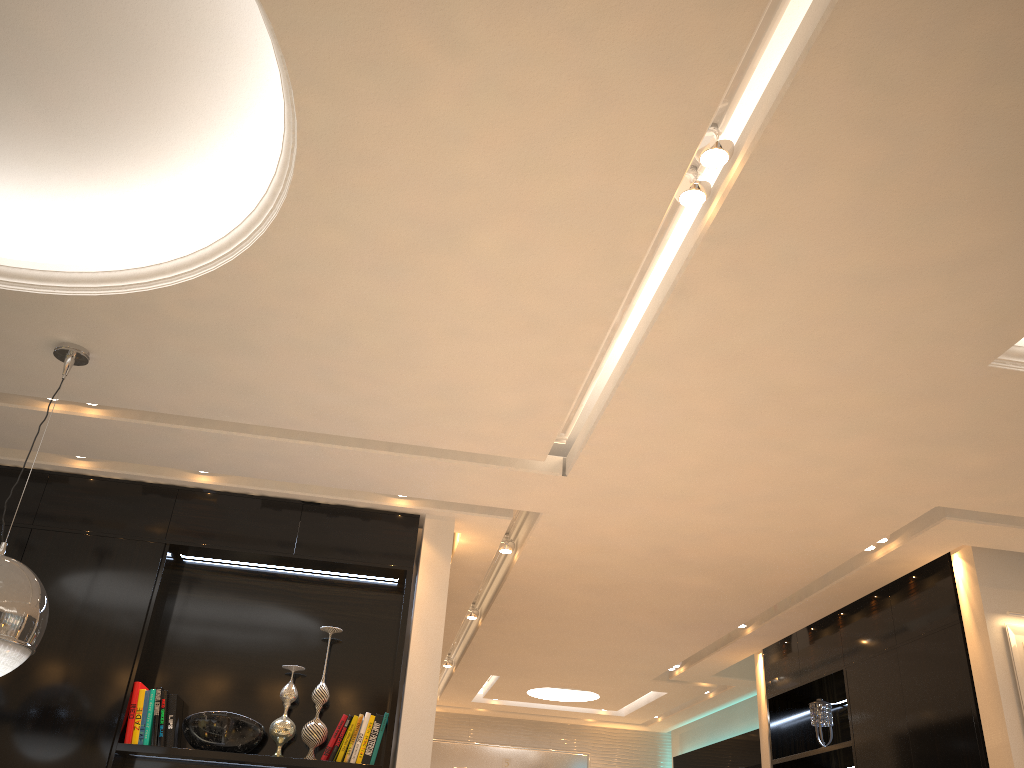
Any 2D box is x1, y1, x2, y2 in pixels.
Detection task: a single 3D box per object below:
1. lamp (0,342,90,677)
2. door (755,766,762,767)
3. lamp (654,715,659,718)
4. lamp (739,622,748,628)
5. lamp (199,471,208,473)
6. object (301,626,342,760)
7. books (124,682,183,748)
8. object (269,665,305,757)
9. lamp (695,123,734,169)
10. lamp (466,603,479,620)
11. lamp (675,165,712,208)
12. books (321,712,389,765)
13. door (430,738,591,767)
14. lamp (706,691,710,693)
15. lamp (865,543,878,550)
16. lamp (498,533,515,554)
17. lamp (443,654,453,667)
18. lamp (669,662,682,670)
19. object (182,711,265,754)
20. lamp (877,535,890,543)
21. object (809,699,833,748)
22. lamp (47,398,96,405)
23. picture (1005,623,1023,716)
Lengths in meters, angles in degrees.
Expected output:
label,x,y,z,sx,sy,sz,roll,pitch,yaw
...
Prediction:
label,x,y,z,sx,sy,sz,roll,pitch,yaw
lamp,-2.409,0.310,3.002,1.827,1.226,0.408,8,-29,-6
door,2.228,4.408,7.682,0.089,2.034,0.919,8,-29,-6
lamp,1.605,3.689,9.985,0.107,0.127,0.107,18,-32,-23
lamp,1.651,1.694,6.407,0.107,0.127,0.107,18,-32,-23
lamp,-1.548,0.383,4.483,0.107,0.127,0.107,18,-32,-23
object,-0.922,1.492,4.280,0.121,0.612,0.121,10,-30,-11
books,-1.653,1.553,4.129,0.236,0.270,0.210,8,-29,-7
object,-1.081,1.569,4.238,0.121,0.416,0.121,10,-30,-11
lamp,0.538,-0.642,2.370,0.107,0.127,0.107,18,-32,-23
lamp,-0.299,1.712,6.698,0.107,0.127,0.107,18,-32,-23
lamp,0.509,-0.566,2.511,0.107,0.127,0.107,18,-32,-23
books,-0.747,1.691,4.224,0.290,0.238,0.189,8,-29,-7
door,0.319,-4.483,4.281,83.408,24.296,83.408,-3,-30,12
lamp,1.868,2.924,8.580,0.107,0.127,0.107,18,-32,-23
lamp,1.938,0.843,4.846,0.107,0.127,0.107,18,-32,-23
lamp,-0.033,0.948,5.293,0.107,0.127,0.107,18,-32,-23
lamp,-0.600,2.586,8.301,0.107,0.127,0.107,-1,-30,10
lamp,1.405,2.418,7.735,0.107,0.127,0.235,8,-29,-6
object,-1.347,1.630,4.125,0.375,0.177,0.193,7,-29,-6
lamp,1.959,0.783,4.734,0.107,0.127,0.107,18,-32,-23
object,2.157,2.370,6.166,0.155,0.347,0.155,18,-32,-24
lamp,-1.908,0.016,3.873,0.271,0.127,0.107,8,-29,-6
picture,2.770,1.574,4.356,0.610,0.729,0.027,8,-29,-6
